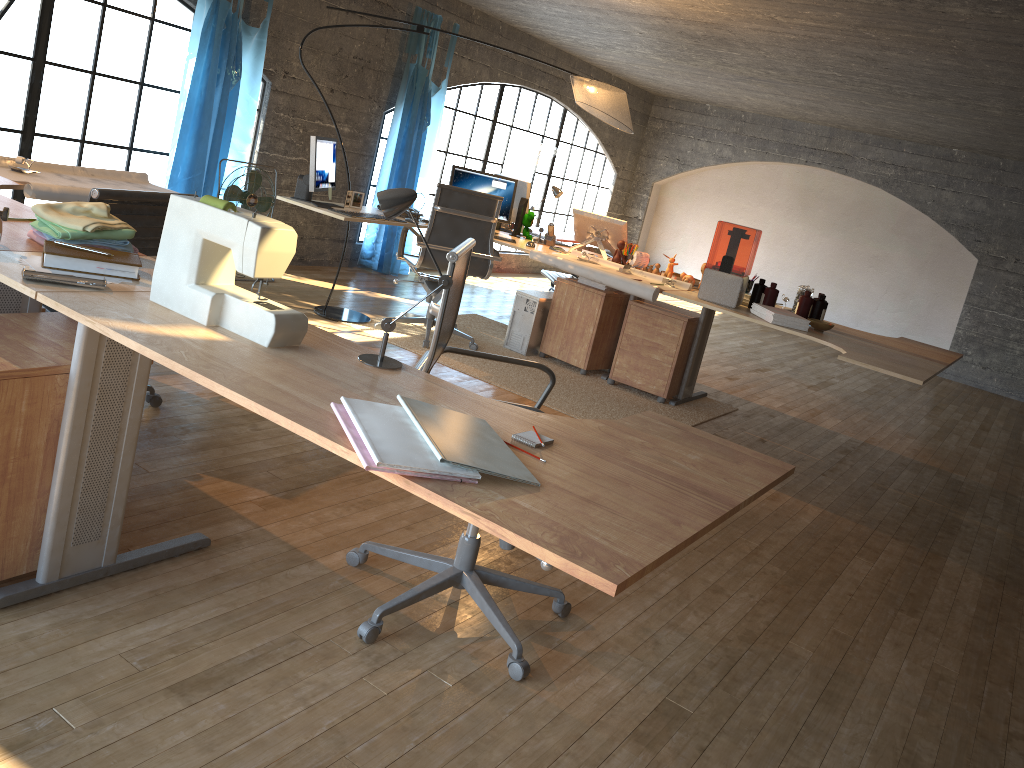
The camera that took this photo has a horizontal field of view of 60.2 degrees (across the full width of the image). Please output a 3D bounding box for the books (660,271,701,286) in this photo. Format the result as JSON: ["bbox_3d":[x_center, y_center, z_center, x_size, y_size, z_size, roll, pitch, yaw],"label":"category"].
[{"bbox_3d":[1.098,-0.694,5.775,0.289,0.053,0.266,9,15,-19],"label":"books"}]

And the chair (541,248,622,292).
[{"bbox_3d":[0.504,-0.706,6.621,0.682,0.846,0.667,11,11,-13],"label":"chair"}]

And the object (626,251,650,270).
[{"bbox_3d":[0.827,-0.798,5.760,0.153,0.133,0.101,8,12,-24],"label":"object"}]

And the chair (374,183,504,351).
[{"bbox_3d":[-0.476,-0.791,5.712,0.649,1.000,0.700,9,12,-26],"label":"chair"}]

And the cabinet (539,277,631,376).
[{"bbox_3d":[0.525,-0.391,5.997,0.432,0.563,0.473,22,14,37],"label":"cabinet"}]

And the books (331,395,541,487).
[{"bbox_3d":[-0.138,0.094,1.563,0.316,0.044,0.314,7,15,-24],"label":"books"}]

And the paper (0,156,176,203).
[{"bbox_3d":[-1.791,-0.843,3.792,0.590,0.112,0.854,22,16,29],"label":"paper"}]

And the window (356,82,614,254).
[{"bbox_3d":[-1.744,-1.843,6.127,3.931,1.821,12.407,16,14,8],"label":"window"}]

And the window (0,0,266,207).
[{"bbox_3d":[-2.994,-1.329,2.979,3.175,1.840,7.094,11,14,-10],"label":"window"}]

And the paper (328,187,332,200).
[{"bbox_3d":[-1.083,-1.135,5.268,0.018,0.073,0.079,14,12,0],"label":"paper"}]

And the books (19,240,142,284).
[{"bbox_3d":[-1.094,-0.319,2.247,0.289,0.053,0.266,9,15,-19],"label":"books"}]

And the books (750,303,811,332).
[{"bbox_3d":[1.467,-0.371,4.842,0.220,0.057,0.316,11,14,-9],"label":"books"}]

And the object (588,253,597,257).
[{"bbox_3d":[0.531,-0.889,6.061,0.096,0.024,0.109,0,19,-44],"label":"object"}]

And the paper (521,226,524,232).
[{"bbox_3d":[0.069,-1.124,6.323,0.019,0.073,0.080,7,13,-34],"label":"paper"}]

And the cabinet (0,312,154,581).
[{"bbox_3d":[-1.254,0.155,2.189,0.431,0.563,0.428,19,12,27],"label":"cabinet"}]

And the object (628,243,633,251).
[{"bbox_3d":[0.820,-0.881,5.999,0.105,0.141,0.105,15,11,4],"label":"object"}]

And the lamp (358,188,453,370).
[{"bbox_3d":[-0.244,-0.237,2.013,0.209,0.403,0.106,17,10,17],"label":"lamp"}]

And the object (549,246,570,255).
[{"bbox_3d":[0.328,-0.888,5.869,0.108,0.022,0.141,2,18,-38],"label":"object"}]

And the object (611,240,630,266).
[{"bbox_3d":[0.718,-0.854,5.791,0.093,0.175,0.230,8,14,-31],"label":"object"}]

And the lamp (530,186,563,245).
[{"bbox_3d":[0.219,-1.178,6.110,0.211,0.403,0.105,23,13,41],"label":"lamp"}]

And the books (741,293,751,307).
[{"bbox_3d":[1.404,-0.522,5.364,0.233,0.068,0.178,24,17,37],"label":"books"}]

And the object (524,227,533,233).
[{"bbox_3d":[0.116,-1.201,6.865,0.100,0.033,0.060,7,14,-24],"label":"object"}]

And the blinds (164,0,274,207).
[{"bbox_3d":[-1.991,-1.909,6.015,0.261,2.262,0.670,18,10,24],"label":"blinds"}]

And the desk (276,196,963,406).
[{"bbox_3d":[0.830,-0.317,5.666,3.520,0.727,3.271,22,16,29],"label":"desk"}]

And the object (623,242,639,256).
[{"bbox_3d":[0.774,-0.856,5.846,0.101,0.173,0.106,17,11,16],"label":"object"}]

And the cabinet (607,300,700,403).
[{"bbox_3d":[0.937,-0.219,5.717,0.432,0.563,0.428,19,12,27],"label":"cabinet"}]

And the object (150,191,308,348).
[{"bbox_3d":[-0.643,-0.278,2.046,0.408,0.280,0.137,21,12,30],"label":"object"}]

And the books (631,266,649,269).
[{"bbox_3d":[0.884,-0.786,6.017,0.216,0.012,0.333,18,15,16],"label":"books"}]

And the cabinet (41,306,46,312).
[{"bbox_3d":[-1.666,-0.017,2.469,0.433,0.563,0.472,22,14,37],"label":"cabinet"}]

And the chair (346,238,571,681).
[{"bbox_3d":[-0.047,0.148,2.464,0.684,1.000,0.663,14,11,0],"label":"chair"}]

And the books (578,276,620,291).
[{"bbox_3d":[0.616,-0.707,5.933,0.223,0.108,0.310,22,16,31],"label":"books"}]

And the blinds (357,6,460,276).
[{"bbox_3d":[-0.850,-2.040,7.849,0.265,2.382,0.857,21,12,38],"label":"blinds"}]

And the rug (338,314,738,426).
[{"bbox_3d":[0.192,-0.121,5.771,2.232,0.005,1.606,22,16,29],"label":"rug"}]

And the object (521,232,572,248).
[{"bbox_3d":[0.245,-1.079,6.557,0.186,0.011,0.501,4,17,-34],"label":"object"}]

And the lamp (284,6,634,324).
[{"bbox_3d":[-2.317,-1.616,5.312,6.210,1.906,0.393,10,10,-13],"label":"lamp"}]

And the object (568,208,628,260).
[{"bbox_3d":[0.588,-1.007,6.017,0.399,0.295,0.288,18,12,21],"label":"object"}]

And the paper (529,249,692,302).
[{"bbox_3d":[0.599,-0.675,5.399,0.864,0.112,0.584,22,16,30],"label":"paper"}]

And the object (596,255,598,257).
[{"bbox_3d":[0.591,-0.888,6.144,0.012,0.009,0.128,12,14,-7],"label":"object"}]

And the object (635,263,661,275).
[{"bbox_3d":[0.901,-0.779,5.787,0.074,0.118,0.220,5,15,-40],"label":"object"}]

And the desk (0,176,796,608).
[{"bbox_3d":[-0.949,-0.015,2.810,3.561,0.727,1.640,22,16,31],"label":"desk"}]

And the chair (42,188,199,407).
[{"bbox_3d":[-1.585,-0.329,3.181,0.690,0.846,0.659,17,11,16],"label":"chair"}]

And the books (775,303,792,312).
[{"bbox_3d":[1.612,-0.497,5.515,0.323,0.044,0.308,23,17,34],"label":"books"}]

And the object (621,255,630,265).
[{"bbox_3d":[0.761,-0.813,5.857,0.076,0.081,0.078,4,15,-40],"label":"object"}]
